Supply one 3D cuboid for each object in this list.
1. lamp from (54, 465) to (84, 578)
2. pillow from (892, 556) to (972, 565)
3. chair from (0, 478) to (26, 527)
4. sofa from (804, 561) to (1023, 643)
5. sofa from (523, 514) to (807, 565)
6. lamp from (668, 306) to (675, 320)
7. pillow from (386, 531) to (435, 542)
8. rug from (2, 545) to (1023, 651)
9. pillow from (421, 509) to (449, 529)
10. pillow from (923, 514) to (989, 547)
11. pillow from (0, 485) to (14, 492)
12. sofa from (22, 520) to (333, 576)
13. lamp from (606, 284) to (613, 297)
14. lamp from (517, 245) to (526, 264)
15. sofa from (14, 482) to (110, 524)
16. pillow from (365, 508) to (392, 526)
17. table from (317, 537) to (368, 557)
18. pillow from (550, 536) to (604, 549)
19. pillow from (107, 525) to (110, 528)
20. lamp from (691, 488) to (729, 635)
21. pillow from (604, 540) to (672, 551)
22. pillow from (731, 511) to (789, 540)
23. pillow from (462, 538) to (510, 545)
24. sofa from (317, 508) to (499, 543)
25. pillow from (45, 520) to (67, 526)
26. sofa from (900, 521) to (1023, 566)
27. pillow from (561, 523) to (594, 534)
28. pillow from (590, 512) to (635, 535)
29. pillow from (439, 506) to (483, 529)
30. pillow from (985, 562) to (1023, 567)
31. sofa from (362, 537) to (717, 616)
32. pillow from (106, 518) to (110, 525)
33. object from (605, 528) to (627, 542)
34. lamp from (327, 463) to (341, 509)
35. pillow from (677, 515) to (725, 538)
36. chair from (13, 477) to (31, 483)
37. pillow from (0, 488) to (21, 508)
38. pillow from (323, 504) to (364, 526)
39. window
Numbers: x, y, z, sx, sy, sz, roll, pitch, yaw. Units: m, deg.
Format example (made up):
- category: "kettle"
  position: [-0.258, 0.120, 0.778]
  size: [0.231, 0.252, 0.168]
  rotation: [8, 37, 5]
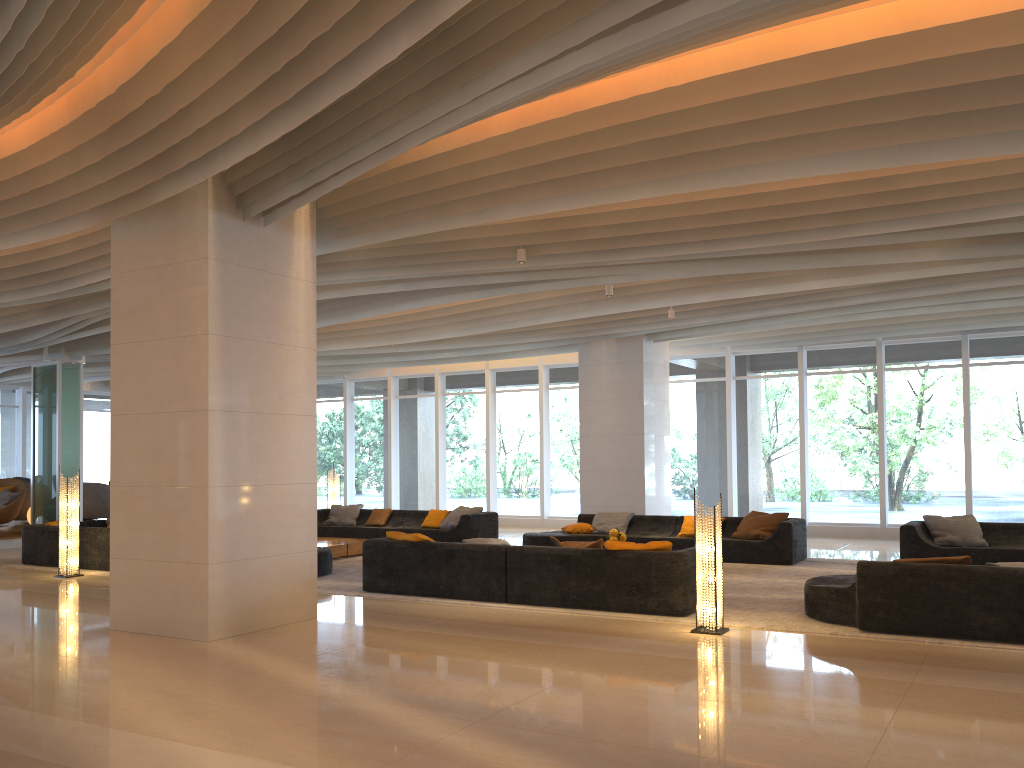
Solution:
- category: "lamp"
  position: [-5.763, 1.780, 11.544]
  size: [0.246, 1.448, 0.254]
  rotation: [-2, -2, 30]
- category: "pillow"
  position: [3.447, 1.563, 7.215]
  size: [0.596, 0.391, 0.404]
  rotation: [-3, -4, 32]
- category: "chair"
  position: [-10.902, 2.472, 18.468]
  size: [1.503, 1.003, 1.150]
  rotation: [-2, -4, 18]
- category: "sofa"
  position: [3.607, 1.747, 7.508]
  size: [2.221, 0.575, 1.378]
  rotation: [-3, -5, 30]
- category: "sofa"
  position: [2.085, 2.239, 12.948]
  size: [4.087, 0.581, 1.374]
  rotation: [-3, -5, 28]
- category: "lamp"
  position: [2.345, -1.704, 13.094]
  size: [0.088, 1.503, 0.090]
  rotation: [-1, -2, 21]
- category: "pillow"
  position: [-1.003, 1.800, 9.752]
  size: [0.557, 0.377, 0.629]
  rotation: [2, -5, -38]
- category: "rug"
  position: [1.006, 2.400, 11.275]
  size: [15.991, 0.022, 5.606]
  rotation: [-3, -6, 30]
- category: "pillow"
  position: [-1.320, 2.311, 15.214]
  size: [0.402, 0.311, 0.327]
  rotation: [-3, -4, 32]
- category: "pillow"
  position: [5.642, 1.862, 11.297]
  size: [0.636, 0.377, 0.551]
  rotation: [-1, -4, 8]
- category: "pillow"
  position: [-10.839, 2.354, 18.717]
  size: [0.603, 0.421, 0.374]
  rotation: [-1, -3, 8]
- category: "sofa"
  position: [-4.251, 2.265, 12.857]
  size: [5.016, 0.652, 2.873]
  rotation: [-3, -6, 30]
- category: "lamp"
  position: [1.219, -1.858, 11.189]
  size: [0.089, 1.503, 0.089]
  rotation: [-1, -2, 3]
- category: "lamp"
  position: [0.092, -2.015, 9.267]
  size: [0.088, 1.503, 0.090]
  rotation: [-1, -2, 21]
- category: "sofa"
  position: [-10.036, 2.624, 19.709]
  size: [2.578, 0.899, 1.106]
  rotation: [0, -4, -11]
- category: "pillow"
  position: [-2.372, 2.375, 15.809]
  size: [0.402, 0.311, 0.327]
  rotation: [-3, -4, 28]
- category: "table"
  position: [-3.142, 2.539, 13.621]
  size: [1.578, 0.219, 1.628]
  rotation: [-3, -6, 30]
- category: "pillow"
  position: [0.698, 1.725, 8.874]
  size: [0.592, 0.409, 0.451]
  rotation: [-3, -4, 32]
- category: "pillow"
  position: [-5.410, 2.113, 12.415]
  size: [0.412, 0.318, 0.331]
  rotation: [0, -3, -2]
- category: "lamp"
  position: [1.641, 1.460, 7.391]
  size: [0.247, 1.195, 0.254]
  rotation: [-2, -2, 30]
- category: "pillow"
  position: [1.212, 1.666, 8.499]
  size: [0.636, 0.377, 0.551]
  rotation: [-1, -4, 8]
- category: "pillow"
  position: [3.497, 1.992, 12.509]
  size: [0.557, 0.377, 0.629]
  rotation: [2, -5, -38]
- category: "pillow"
  position: [-0.194, 1.817, 9.378]
  size: [0.578, 0.376, 0.428]
  rotation: [-3, -4, 32]
- category: "sofa"
  position: [-2.047, 2.506, 15.482]
  size: [3.724, 0.581, 0.957]
  rotation: [-3, -5, 29]
- category: "pillow"
  position: [-6.620, 2.159, 13.079]
  size: [0.341, 0.315, 0.410]
  rotation: [-1, -4, 2]
- category: "sofa"
  position: [6.817, 1.966, 10.434]
  size: [4.119, 0.581, 1.362]
  rotation: [-4, -6, 36]
- category: "pillow"
  position: [1.005, 2.239, 13.694]
  size: [0.450, 0.192, 0.586]
  rotation: [0, -5, -5]
- category: "pillow"
  position: [1.506, 2.165, 13.536]
  size: [0.655, 0.415, 0.469]
  rotation: [-3, -4, 30]
- category: "pillow"
  position: [-0.872, 2.257, 14.980]
  size: [0.557, 0.377, 0.629]
  rotation: [2, -5, -38]
- category: "pillow"
  position: [4.051, 1.532, 6.998]
  size: [0.556, 0.344, 0.464]
  rotation: [-3, -4, 28]
- category: "sofa"
  position: [0.176, 1.934, 9.238]
  size: [3.724, 0.581, 0.957]
  rotation: [-3, -5, 29]
- category: "pillow"
  position: [-6.123, 2.252, 13.935]
  size: [0.317, 0.311, 0.415]
  rotation: [-3, -4, 32]
- category: "object"
  position: [1.284, 1.956, 10.946]
  size: [0.240, 0.376, 0.262]
  rotation: [1, -3, -38]
- category: "lamp"
  position: [-3.473, 2.259, 17.293]
  size: [0.246, 1.448, 0.254]
  rotation: [-2, -2, 30]
- category: "pillow"
  position: [2.725, 2.109, 12.849]
  size: [0.628, 0.393, 0.457]
  rotation: [-3, -4, 29]
- category: "chair"
  position: [-11.319, 2.720, 21.236]
  size: [1.128, 1.003, 1.533]
  rotation: [-1, -4, 13]
- category: "pillow"
  position: [-10.552, 2.371, 18.416]
  size: [0.496, 0.408, 0.472]
  rotation: [-3, -4, 32]
- category: "pillow"
  position: [-3.087, 2.392, 16.232]
  size: [0.636, 0.377, 0.551]
  rotation: [-1, -4, 8]
- category: "window"
  position: [1.430, 0.969, 16.011]
  size: [54.613, 3.213, 22.151]
  rotation: [0, -5, -5]
